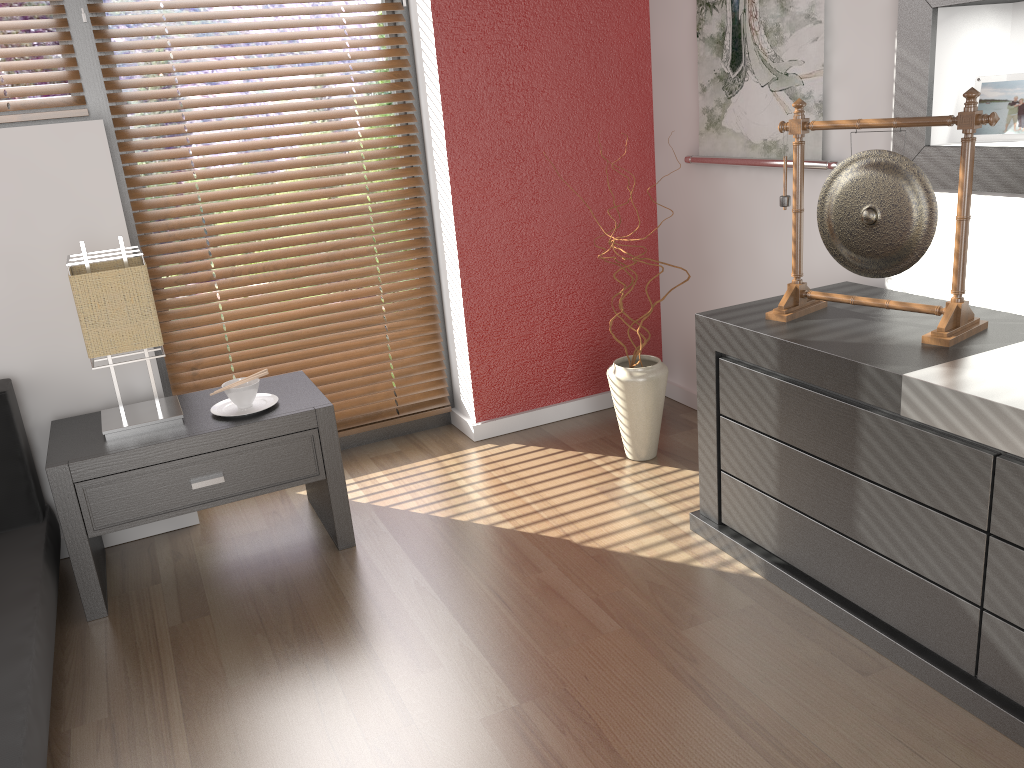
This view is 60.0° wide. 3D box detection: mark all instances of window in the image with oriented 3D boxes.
[{"bbox_3d":[-0.776,-0.805,2.890,0.889,1.893,0.020,-13,19,-22],"label":"window"},{"bbox_3d":[-2.586,-0.917,1.993,2.817,0.786,0.020,-13,19,-22],"label":"window"}]

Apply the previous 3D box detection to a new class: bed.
[{"bbox_3d":[-1.919,0.791,0.964,2.469,0.577,2.413,-13,19,-22],"label":"bed"}]

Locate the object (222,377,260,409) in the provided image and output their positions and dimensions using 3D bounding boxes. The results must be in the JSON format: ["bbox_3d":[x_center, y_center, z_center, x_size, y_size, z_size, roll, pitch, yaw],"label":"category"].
[{"bbox_3d":[-0.728,0.029,2.399,0.099,0.069,0.099,-5,18,2],"label":"object"}]

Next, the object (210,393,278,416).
[{"bbox_3d":[-0.725,0.060,2.409,0.179,0.012,0.179,-5,18,2],"label":"object"}]

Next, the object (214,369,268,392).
[{"bbox_3d":[-0.730,-0.009,2.394,0.007,0.007,0.192,5,21,30],"label":"object"}]

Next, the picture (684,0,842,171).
[{"bbox_3d":[0.689,-1.266,2.518,0.028,1.270,0.701,-13,19,-22],"label":"picture"}]

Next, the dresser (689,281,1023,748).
[{"bbox_3d":[1.066,0.267,1.668,0.540,0.608,1.740,-13,19,-22],"label":"dresser"}]

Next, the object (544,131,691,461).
[{"bbox_3d":[0.330,-0.244,2.754,0.364,1.035,0.422,10,24,40],"label":"object"}]

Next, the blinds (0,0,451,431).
[{"bbox_3d":[-2.509,-0.352,2.111,4.840,1.952,0.032,-13,19,-22],"label":"blinds"}]

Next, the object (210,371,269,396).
[{"bbox_3d":[-0.728,-0.002,2.372,0.007,0.007,0.192,7,22,34],"label":"object"}]

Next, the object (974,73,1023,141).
[{"bbox_3d":[1.172,-0.636,2.033,0.226,0.146,0.041,13,25,44],"label":"object"}]

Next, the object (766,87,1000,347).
[{"bbox_3d":[0.788,-0.372,1.926,0.173,0.498,0.490,-19,22,-36],"label":"object"}]

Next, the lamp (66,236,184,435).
[{"bbox_3d":[-1.020,-0.141,2.321,0.200,0.480,0.200,-13,19,-22],"label":"lamp"}]

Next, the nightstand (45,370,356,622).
[{"bbox_3d":[-0.855,0.281,2.473,0.700,0.423,0.413,-13,19,-22],"label":"nightstand"}]
